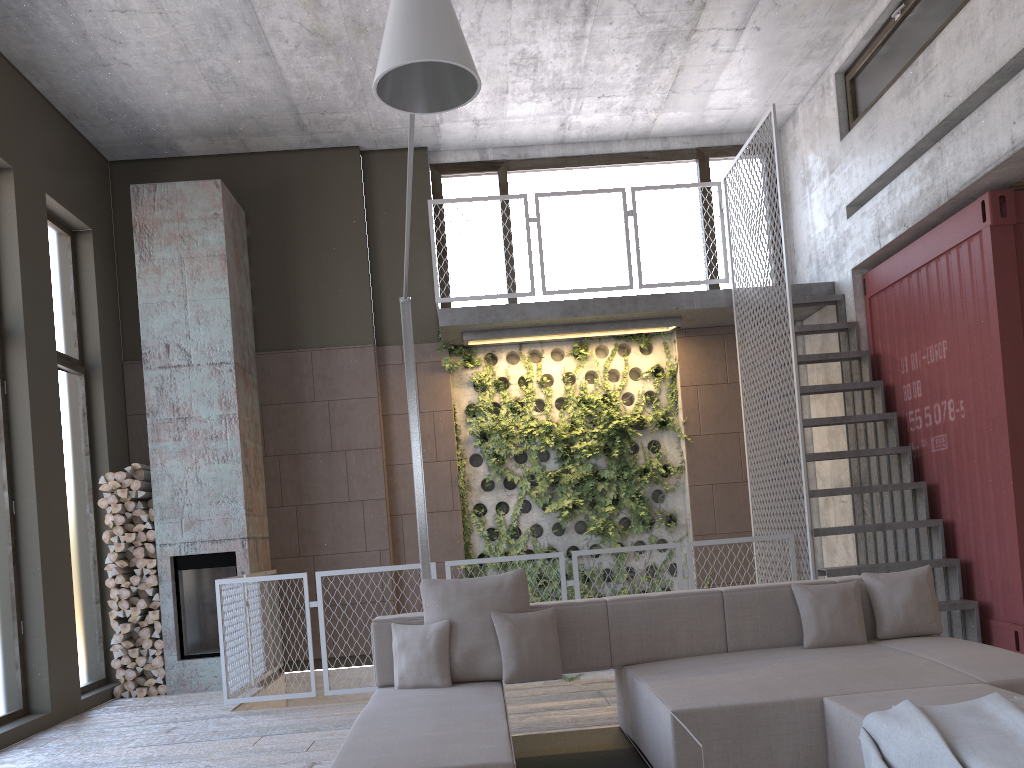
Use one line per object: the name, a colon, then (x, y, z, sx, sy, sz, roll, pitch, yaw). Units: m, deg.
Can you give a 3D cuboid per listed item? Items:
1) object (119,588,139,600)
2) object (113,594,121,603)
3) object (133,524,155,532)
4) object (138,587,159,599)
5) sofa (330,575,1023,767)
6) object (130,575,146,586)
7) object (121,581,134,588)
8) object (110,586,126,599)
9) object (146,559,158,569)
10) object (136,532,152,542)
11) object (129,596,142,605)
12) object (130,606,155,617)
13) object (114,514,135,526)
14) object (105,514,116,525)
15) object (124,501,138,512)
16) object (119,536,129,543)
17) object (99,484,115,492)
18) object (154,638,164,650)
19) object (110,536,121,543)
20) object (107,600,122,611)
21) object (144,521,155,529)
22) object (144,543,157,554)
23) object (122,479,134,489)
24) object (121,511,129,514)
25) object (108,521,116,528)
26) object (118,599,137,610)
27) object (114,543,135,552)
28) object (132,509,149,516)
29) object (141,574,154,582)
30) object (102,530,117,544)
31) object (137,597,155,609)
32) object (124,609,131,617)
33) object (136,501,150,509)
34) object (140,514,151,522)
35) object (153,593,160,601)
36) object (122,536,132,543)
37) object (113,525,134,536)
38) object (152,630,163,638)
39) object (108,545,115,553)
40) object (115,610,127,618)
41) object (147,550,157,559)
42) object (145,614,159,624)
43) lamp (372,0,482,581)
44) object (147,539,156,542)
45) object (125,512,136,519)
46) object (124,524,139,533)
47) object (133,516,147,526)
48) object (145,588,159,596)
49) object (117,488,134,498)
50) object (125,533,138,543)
object: (-3.420, 1.872, 7.878, 0.098, 0.106, 0.298, -4, -9, -2)
object: (-3.491, 1.909, 7.834, 0.045, 0.072, 0.254, -4, -9, -4)
object: (-3.312, 1.319, 7.983, 0.114, 0.078, 0.441, -4, -9, -4)
object: (-3.310, 1.912, 8.016, 0.104, 0.101, 0.296, -4, -9, -4)
sofa: (0.819, 1.310, 3.469, 2.995, 0.778, 3.052, -4, -9, -2)
object: (-3.328, 1.768, 7.934, 0.090, 0.088, 0.461, -4, -9, -5)
object: (-3.422, 1.801, 7.910, 0.089, 0.056, 0.337, -4, -9, -4)
object: (-3.517, 1.876, 7.918, 0.101, 0.101, 0.296, -4, -9, -2)
object: (-3.188, 1.623, 7.958, 0.093, 0.082, 0.486, -4, -9, -4)
object: (-3.289, 1.388, 7.978, 0.090, 0.088, 0.461, -4, -9, -4)
object: (-3.363, 1.968, 7.979, 0.101, 0.085, 0.368, -4, -9, -4)
object: (-3.319, 2.044, 7.944, 0.093, 0.082, 0.486, -4, -9, -4)
object: (-3.472, 1.220, 7.889, 0.098, 0.106, 0.298, -4, -9, -2)
object: (-3.568, 1.224, 7.929, 0.101, 0.101, 0.296, -4, -9, -2)
object: (-3.380, 1.116, 7.945, 0.090, 0.088, 0.461, -4, -9, -5)
object: (-3.446, 1.408, 7.954, 0.067, 0.066, 0.428, -4, -9, -4)
object: (-3.599, 0.949, 7.940, 0.122, 0.067, 0.368, -4, -9, -2)
object: (-3.125, 2.341, 7.961, 0.091, 0.091, 0.443, -4, -9, -4)
object: (-3.527, 1.412, 7.951, 0.067, 0.066, 0.428, -4, -9, -4)
object: (-3.526, 1.989, 7.903, 0.088, 0.107, 0.370, -4, -9, -4)
object: (-3.236, 1.286, 7.968, 0.071, 0.072, 0.428, -4, -9, -4)
object: (-3.210, 1.486, 7.925, 0.088, 0.107, 0.370, -4, -9, -4)
object: (-3.398, 0.907, 7.900, 0.104, 0.083, 0.368, -4, -9, -4)
object: (-3.474, 1.149, 7.921, 0.089, 0.056, 0.337, -4, -9, -4)
object: (-3.543, 1.257, 7.845, 0.045, 0.072, 0.254, -4, -9, -4)
object: (-3.438, 1.984, 7.950, 0.092, 0.092, 0.443, -4, -9, -4)
object: (-3.446, 1.469, 7.909, 0.093, 0.082, 0.486, -4, -9, -4)
object: (-3.311, 1.167, 7.949, 0.122, 0.067, 0.368, -4, -9, -2)
object: (-3.261, 1.758, 7.966, 0.067, 0.070, 0.429, -4, -9, -4)
object: (-3.592, 1.382, 7.912, 0.064, 0.124, 0.369, -4, -9, -4)
object: (-3.259, 1.972, 7.929, 0.091, 0.088, 0.461, -4, -9, -2)
object: (-3.394, 2.060, 7.943, 0.067, 0.066, 0.428, -4, -9, -4)
object: (-3.313, 1.106, 7.977, 0.067, 0.070, 0.429, -4, -9, -4)
object: (-3.270, 1.232, 7.961, 0.066, 0.084, 0.431, -4, -9, -5)
object: (-3.161, 1.911, 7.951, 0.066, 0.084, 0.431, -4, -9, -5)
object: (-3.386, 1.396, 7.936, 0.114, 0.078, 0.441, -4, -9, -4)
object: (-3.490, 1.332, 7.961, 0.092, 0.092, 0.443, -4, -9, -4)
object: (-3.160, 2.247, 7.952, 0.071, 0.072, 0.428, -4, -9, -4)
object: (-3.520, 1.485, 7.907, 0.067, 0.066, 0.428, -4, -9, -4)
object: (-3.475, 2.063, 7.940, 0.067, 0.066, 0.428, -4, -9, -4)
object: (-3.231, 1.547, 7.993, 0.101, 0.085, 0.368, -4, -9, -4)
object: (-3.209, 2.113, 7.966, 0.090, 0.088, 0.461, -4, -9, -4)
lamp: (-0.369, 0.297, 4.676, 0.754, 3.397, 2.659, -4, -4, -15)
object: (-3.201, 1.374, 7.941, 0.101, 0.101, 0.296, -4, -9, -2)
object: (-3.411, 1.188, 7.948, 0.064, 0.073, 0.364, -4, -9, -5)
object: (-3.414, 1.316, 7.990, 0.101, 0.085, 0.368, -4, -9, -4)
object: (-3.362, 1.260, 8.027, 0.104, 0.101, 0.296, -4, -9, -4)
object: (-3.218, 1.884, 7.950, 0.066, 0.084, 0.431, -4, -9, -5)
object: (-3.429, 1.002, 7.932, 0.093, 0.082, 0.486, -4, -9, -4)
object: (-3.371, 1.392, 7.955, 0.093, 0.082, 0.486, -4, -9, -4)
